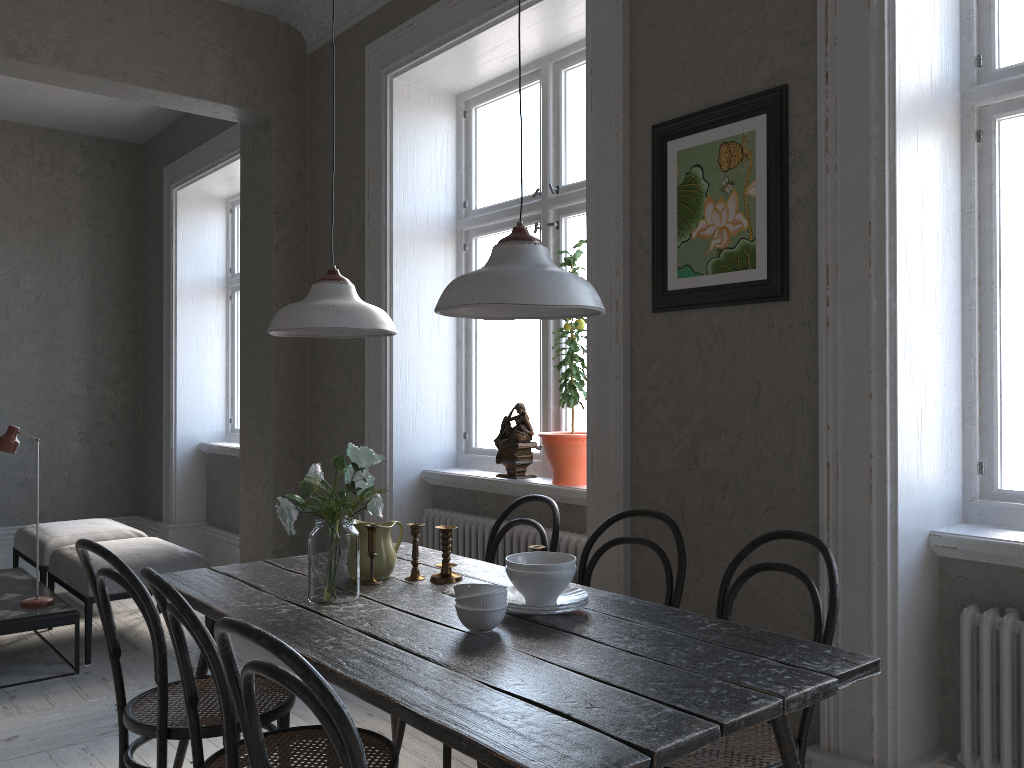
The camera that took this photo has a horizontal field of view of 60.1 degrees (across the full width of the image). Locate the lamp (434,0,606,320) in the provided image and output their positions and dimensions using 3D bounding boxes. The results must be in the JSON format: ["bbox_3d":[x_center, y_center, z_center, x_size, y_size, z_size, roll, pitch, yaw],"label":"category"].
[{"bbox_3d":[0.017,-1.081,1.975,0.387,1.858,0.372,0,-1,-32],"label":"lamp"}]

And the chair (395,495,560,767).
[{"bbox_3d":[-0.115,0.851,2.969,0.560,0.920,0.429,0,-1,-32],"label":"chair"}]

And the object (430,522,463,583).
[{"bbox_3d":[-0.193,0.490,2.600,0.094,0.172,0.098,0,-1,32],"label":"object"}]

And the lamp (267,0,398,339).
[{"bbox_3d":[-0.535,-1.074,2.654,0.380,1.858,0.379,0,-1,-2],"label":"lamp"}]

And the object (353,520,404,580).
[{"bbox_3d":[-0.412,0.491,2.661,0.134,0.170,0.151,0,-1,12],"label":"object"}]

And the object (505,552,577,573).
[{"bbox_3d":[0.073,0.485,2.227,0.176,0.094,0.183,-1,-1,42],"label":"object"}]

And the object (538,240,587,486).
[{"bbox_3d":[0.241,-0.087,3.620,0.270,0.991,0.270,0,-1,0],"label":"object"}]

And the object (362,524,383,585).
[{"bbox_3d":[-0.404,0.492,2.562,0.060,0.167,0.058,0,-1,-26],"label":"object"}]

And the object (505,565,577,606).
[{"bbox_3d":[0.073,0.505,2.227,0.176,0.094,0.183,-1,-1,42],"label":"object"}]

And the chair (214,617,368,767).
[{"bbox_3d":[-0.241,0.839,1.593,0.561,0.920,0.428,0,-1,-42],"label":"chair"}]

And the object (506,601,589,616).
[{"bbox_3d":[0.073,0.558,2.226,0.241,0.027,0.234,0,-1,-22],"label":"object"}]

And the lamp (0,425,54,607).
[{"bbox_3d":[-2.280,0.611,4.148,0.252,0.839,0.137,0,-1,-5],"label":"lamp"}]

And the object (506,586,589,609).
[{"bbox_3d":[0.073,0.541,2.226,0.240,0.027,0.234,0,-1,-17],"label":"object"}]

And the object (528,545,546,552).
[{"bbox_3d":[0.071,0.518,2.513,0.137,0.112,0.142,0,-1,33],"label":"object"}]

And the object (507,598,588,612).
[{"bbox_3d":[0.073,0.549,2.226,0.234,0.027,0.240,0,-1,18],"label":"object"}]

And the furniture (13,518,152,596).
[{"bbox_3d":[-2.630,1.093,5.404,0.596,0.476,0.810,0,-1,-39],"label":"furniture"}]

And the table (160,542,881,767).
[{"bbox_3d":[-0.163,0.938,2.251,0.924,0.735,1.879,0,-1,-39],"label":"table"}]

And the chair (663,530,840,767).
[{"bbox_3d":[0.517,0.843,2.169,0.559,0.920,0.430,0,-1,-27],"label":"chair"}]

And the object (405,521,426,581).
[{"bbox_3d":[-0.285,0.490,2.615,0.063,0.172,0.061,0,-1,-18],"label":"object"}]

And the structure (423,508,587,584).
[{"bbox_3d":[-0.019,0.798,3.773,0.152,0.428,1.197,0,-1,-41],"label":"structure"}]

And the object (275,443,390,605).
[{"bbox_3d":[-0.475,0.366,2.351,0.318,0.414,0.246,0,-1,-41],"label":"object"}]

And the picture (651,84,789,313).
[{"bbox_3d":[0.622,-0.544,2.719,0.020,0.619,0.510,0,-1,-39],"label":"picture"}]

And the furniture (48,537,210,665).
[{"bbox_3d":[-2.021,1.085,4.656,0.596,0.476,0.810,0,-1,-39],"label":"furniture"}]

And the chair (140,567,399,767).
[{"bbox_3d":[-0.525,0.843,1.972,0.560,0.920,0.429,0,-1,-32],"label":"chair"}]

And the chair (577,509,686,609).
[{"bbox_3d":[0.231,0.847,2.549,0.561,0.920,0.428,0,-1,-42],"label":"chair"}]

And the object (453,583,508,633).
[{"bbox_3d":[-0.072,0.511,2.053,0.127,0.119,0.125,0,-1,-24],"label":"object"}]

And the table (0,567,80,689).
[{"bbox_3d":[-2.706,1.180,4.250,0.867,0.303,1.282,0,-1,-39],"label":"table"}]

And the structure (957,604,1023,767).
[{"bbox_3d":[1.547,0.778,1.850,0.152,0.428,1.197,0,-1,-41],"label":"structure"}]

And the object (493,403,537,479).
[{"bbox_3d":[-0.002,0.246,3.913,0.122,0.329,0.232,0,-1,-38],"label":"object"}]

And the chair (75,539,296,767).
[{"bbox_3d":[-0.859,0.847,2.375,0.561,0.920,0.428,0,-1,-42],"label":"chair"}]
